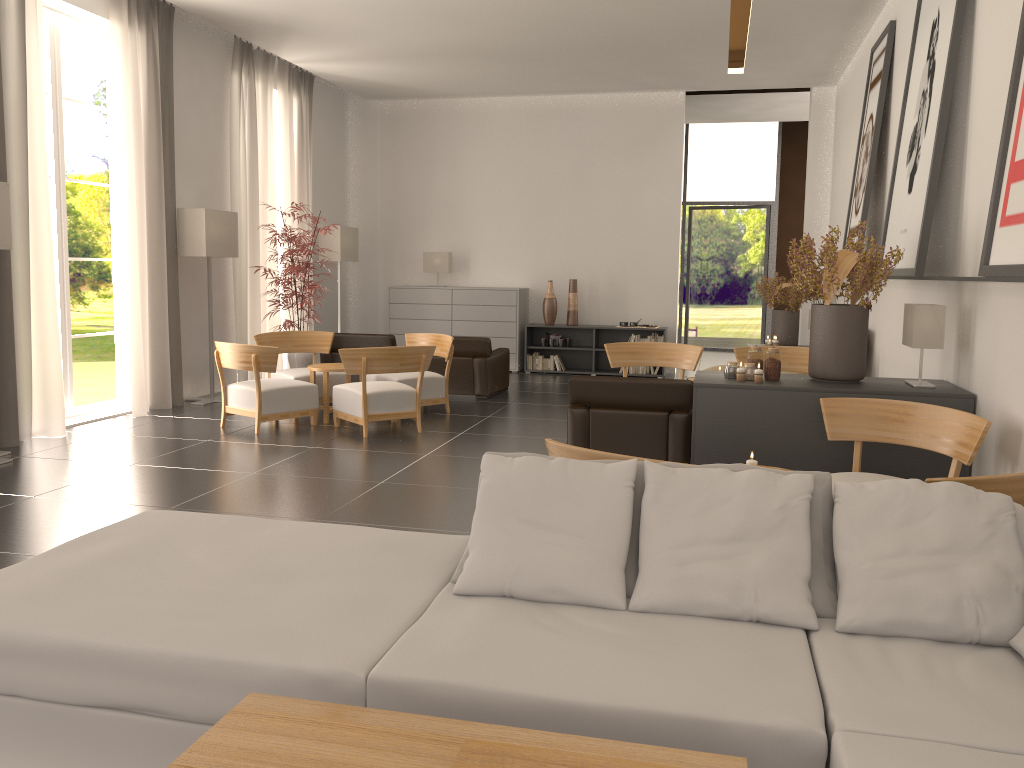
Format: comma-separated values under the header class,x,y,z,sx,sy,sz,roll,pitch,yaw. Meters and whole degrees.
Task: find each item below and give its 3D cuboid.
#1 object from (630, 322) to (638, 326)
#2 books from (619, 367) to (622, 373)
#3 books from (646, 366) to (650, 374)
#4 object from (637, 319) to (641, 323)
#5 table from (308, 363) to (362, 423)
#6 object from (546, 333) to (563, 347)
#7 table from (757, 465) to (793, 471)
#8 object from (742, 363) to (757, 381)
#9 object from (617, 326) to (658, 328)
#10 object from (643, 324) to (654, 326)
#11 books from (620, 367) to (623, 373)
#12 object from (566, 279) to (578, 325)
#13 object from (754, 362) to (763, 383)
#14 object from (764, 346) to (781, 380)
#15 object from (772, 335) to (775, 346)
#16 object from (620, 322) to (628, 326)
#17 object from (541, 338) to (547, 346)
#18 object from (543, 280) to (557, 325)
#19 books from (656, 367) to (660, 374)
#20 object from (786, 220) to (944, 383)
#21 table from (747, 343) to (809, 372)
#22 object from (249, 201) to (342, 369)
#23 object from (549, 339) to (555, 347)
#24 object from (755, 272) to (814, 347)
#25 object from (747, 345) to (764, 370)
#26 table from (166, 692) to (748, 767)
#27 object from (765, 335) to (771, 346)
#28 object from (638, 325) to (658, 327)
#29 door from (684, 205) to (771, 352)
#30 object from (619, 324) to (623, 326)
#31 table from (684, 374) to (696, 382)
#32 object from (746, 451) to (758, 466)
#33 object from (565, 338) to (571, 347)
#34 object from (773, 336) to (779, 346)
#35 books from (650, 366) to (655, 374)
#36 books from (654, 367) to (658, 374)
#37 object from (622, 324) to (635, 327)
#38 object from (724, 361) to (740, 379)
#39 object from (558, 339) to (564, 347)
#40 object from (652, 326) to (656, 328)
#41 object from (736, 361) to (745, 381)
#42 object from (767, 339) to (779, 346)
class,x,y,z,sx,sy,sz,roll,pitch,yaw
object,2.707,-1.324,19.665,0.188,0.082,0.188,4,8,27
books,2.447,-0.427,19.477,0.154,0.360,0.250,2,7,13
books,2.980,-0.402,19.382,0.057,0.345,0.197,2,7,13
object,2.762,-1.376,19.679,0.261,0.151,0.086,-2,7,-19
table,-2.626,0.127,13.345,0.870,0.801,0.871,6,8,35
object,0.943,-1.005,19.921,0.414,0.309,0.142,4,7,27
table,1.726,1.067,6.408,0.870,0.801,0.871,1,7,5
object,2.288,-0.119,8.552,0.157,0.157,0.158,-1,7,-14
object,2.763,-1.254,19.462,0.894,0.003,0.672,3,7,15
object,2.997,-1.292,19.449,0.014,0.015,0.516,-1,8,-18
books,2.475,-0.431,19.469,0.156,0.371,0.252,2,7,13
object,1.358,-1.824,19.802,0.262,1.023,0.263,3,6,16
object,2.325,-0.109,8.356,0.080,0.187,0.080,3,7,22
object,2.523,-0.203,8.573,0.158,0.325,0.158,-4,8,-40
object,5.093,-0.819,17.210,0.104,0.254,0.104,-2,7,-27
object,2.490,-1.334,19.719,0.188,0.082,0.188,-3,8,-26
object,0.709,-0.932,19.844,0.135,0.178,0.136,2,7,14
object,0.846,-1.801,19.696,0.327,0.990,0.327,5,8,36
books,3.211,-0.399,19.299,0.156,0.371,0.252,2,7,13
object,3.341,-0.790,8.440,1.422,1.550,1.439,4,7,25
table,5.455,-0.293,17.435,1.600,0.838,1.603,2,7,13
object,-3.814,-1.466,15.525,1.489,3.391,1.774,1,6,-2
object,0.888,-0.915,19.727,0.135,0.178,0.136,2,7,14
object,5.371,-1.514,17.570,0.928,1.550,1.588,6,9,41
object,2.393,-0.223,8.716,0.157,0.325,0.158,1,6,5
table,-0.278,1.571,2.044,1.600,0.838,1.603,2,7,13
object,4.968,-0.821,17.212,0.108,0.254,0.109,-2,7,-22
object,2.986,-1.267,19.442,0.293,0.034,0.406,-3,8,-29
door,6.293,-3.076,26.057,2.378,4.260,0.100,4,7,28
object,2.405,-1.290,19.526,0.034,0.040,0.112,-3,8,-32
table,2.676,0.365,11.584,0.798,0.902,0.798,6,8,35
object,1.723,0.574,6.369,0.080,0.187,0.080,-2,7,-22
object,1.250,-0.929,19.882,0.135,0.178,0.136,3,7,19
object,5.083,-0.803,17.086,0.104,0.254,0.104,-2,7,-27
books,3.054,-0.384,19.345,0.106,0.325,0.238,2,7,13
books,3.183,-0.395,19.308,0.154,0.360,0.250,2,7,13
object,2.562,-1.286,19.444,0.292,0.058,0.086,1,7,0
object,2.159,-0.139,8.696,0.157,0.157,0.158,-1,7,-14
object,1.096,-0.909,19.708,0.136,0.178,0.135,-1,7,-16
object,3.068,-1.238,19.192,0.112,0.040,0.034,1,7,2
object,2.185,-0.125,8.466,0.076,0.187,0.076,4,7,29
object,5.033,-0.771,17.088,0.207,0.187,0.111,1,6,0
